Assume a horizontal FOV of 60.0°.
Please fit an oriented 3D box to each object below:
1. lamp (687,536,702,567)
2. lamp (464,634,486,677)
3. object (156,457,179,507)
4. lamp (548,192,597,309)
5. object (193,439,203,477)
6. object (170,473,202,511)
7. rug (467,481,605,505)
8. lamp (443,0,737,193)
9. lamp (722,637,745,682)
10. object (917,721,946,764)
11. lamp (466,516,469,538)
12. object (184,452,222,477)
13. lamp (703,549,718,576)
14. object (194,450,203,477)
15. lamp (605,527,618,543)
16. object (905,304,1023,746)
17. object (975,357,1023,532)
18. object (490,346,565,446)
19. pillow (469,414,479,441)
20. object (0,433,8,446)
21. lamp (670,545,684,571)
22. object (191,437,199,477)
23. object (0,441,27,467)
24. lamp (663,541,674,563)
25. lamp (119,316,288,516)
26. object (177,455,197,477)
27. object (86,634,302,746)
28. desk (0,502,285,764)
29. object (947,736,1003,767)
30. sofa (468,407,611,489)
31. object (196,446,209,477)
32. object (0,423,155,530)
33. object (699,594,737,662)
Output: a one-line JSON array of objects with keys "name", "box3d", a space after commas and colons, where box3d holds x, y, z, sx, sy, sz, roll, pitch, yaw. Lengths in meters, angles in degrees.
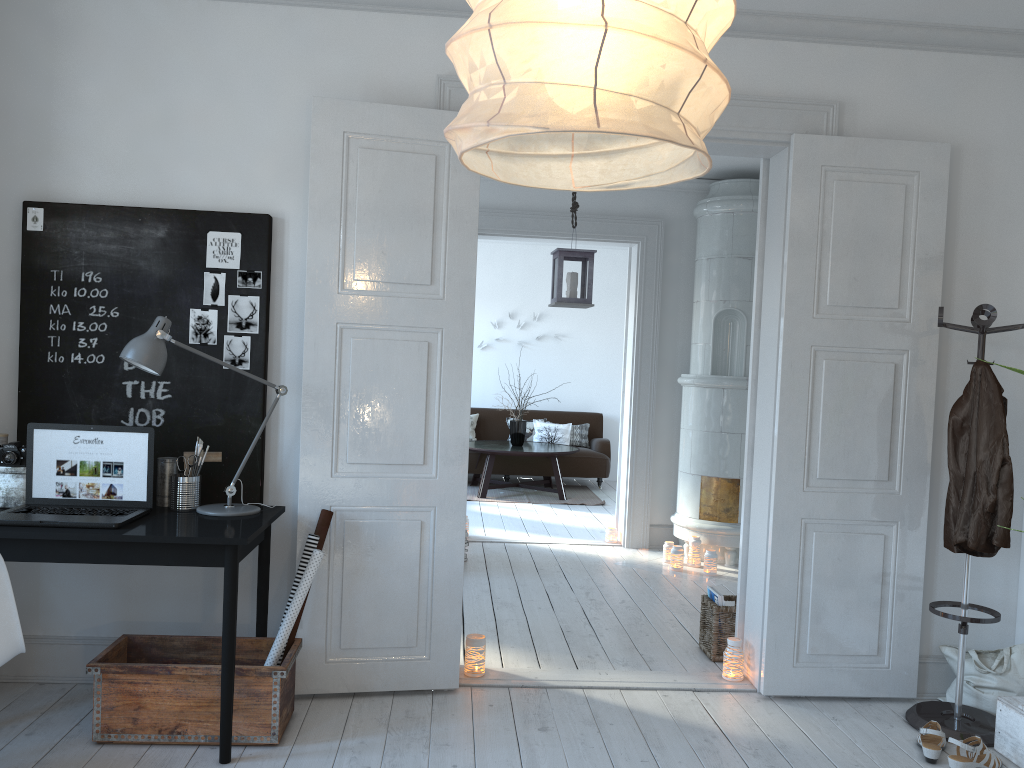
[{"name": "lamp", "box3d": [1.281, 1.174, 6.220, 0.098, 0.210, 0.098, 3, 2, 1]}, {"name": "lamp", "box3d": [-0.159, 1.172, 3.828, 0.089, 0.166, 0.089, 2, 2, -11]}, {"name": "object", "box3d": [-1.321, 0.377, 3.400, 0.079, 0.188, 0.079, 2, 2, -25]}, {"name": "lamp", "box3d": [0.379, -1.328, 5.096, 0.228, 1.763, 0.228, 2, 2, -7]}, {"name": "object", "box3d": [-1.200, 0.337, 3.350, 0.012, 0.264, 0.062, 4, 3, 38]}, {"name": "object", "box3d": [-1.228, 0.407, 3.336, 0.108, 0.128, 0.108, 3, 2, 11]}, {"name": "rug", "box3d": [0.049, 1.133, 9.473, 1.710, 0.055, 1.455, 2, 1, -3]}, {"name": "lamp", "box3d": [0.112, -0.871, 1.044, 0.338, 1.232, 0.340, 4, 2, 27]}, {"name": "lamp", "box3d": [0.980, 1.216, 3.918, 0.093, 0.180, 0.092, 2, 2, -21]}, {"name": "object", "box3d": [1.545, 1.291, 3.267, 0.099, 0.126, 0.272, 4, 2, 28]}, {"name": "lamp", "box3d": [-0.376, 1.101, 6.845, 0.089, 0.166, 0.089, 2, 2, -5]}, {"name": "object", "box3d": [-1.184, 0.365, 3.391, 0.138, 0.209, 0.034, 2, 2, -24]}, {"name": "lamp", "box3d": [1.339, 1.204, 5.978, 0.089, 0.166, 0.089, 2, 2, -5]}, {"name": "object", "box3d": [-1.198, 0.360, 3.341, 0.009, 0.222, 0.082, 4, 2, 25]}, {"name": "lamp", "box3d": [0.776, 1.179, 6.915, 0.093, 0.110, 0.093, 3, 2, 13]}, {"name": "object", "box3d": [1.798, 0.529, 3.479, 0.374, 1.659, 0.374, 3, 2, 4]}, {"name": "object", "box3d": [1.863, 0.604, 2.528, 1.043, 1.555, 0.289, 3, 2, 26]}, {"name": "object", "box3d": [0.206, 0.135, 9.352, 0.846, 1.066, 0.525, 1, 2, -33]}, {"name": "pillow", "box3d": [-0.644, 0.521, 10.274, 0.519, 0.367, 0.238, 2, 2, -4]}, {"name": "object", "box3d": [-1.902, 0.252, 3.244, 0.056, 0.130, 0.167, 2, 2, -5]}, {"name": "lamp", "box3d": [1.132, 1.193, 6.078, 0.089, 0.166, 0.089, 2, 2, -2]}, {"name": "object", "box3d": [-1.205, 0.334, 3.349, 0.008, 0.268, 0.060, 3, 2, 13]}, {"name": "object", "box3d": [-1.803, 0.253, 3.183, 0.137, 0.087, 0.073, 2, 2, -4]}, {"name": "lamp", "box3d": [1.117, 1.197, 6.309, 0.084, 0.146, 0.084, 3, 2, 1]}, {"name": "lamp", "box3d": [-1.124, 0.120, 3.264, 0.617, 0.716, 0.230, 1, 2, -33]}, {"name": "object", "box3d": [-1.238, 0.366, 3.344, 0.081, 0.198, 0.050, 3, 2, 21]}, {"name": "object", "box3d": [-1.121, 1.096, 3.183, 0.665, 0.282, 0.339, 2, 2, -4]}, {"name": "desk", "box3d": [-1.466, 0.844, 3.149, 1.159, 0.759, 0.650, 2, 2, -4]}, {"name": "object", "box3d": [1.645, 1.298, 3.133, 0.272, 0.126, 0.099, 2, 2, -31]}, {"name": "sofa", "box3d": [0.021, 0.718, 10.218, 2.165, 0.825, 0.968, 2, 2, -4]}, {"name": "object", "box3d": [-1.185, 0.351, 3.336, 0.084, 0.240, 0.009, 1, 2, -27]}, {"name": "object", "box3d": [-1.508, 0.308, 3.038, 0.445, 0.315, 0.325, 2, 2, -4]}, {"name": "object", "box3d": [1.071, 1.179, 4.289, 0.270, 0.265, 0.223, 2, 2, -4]}]
